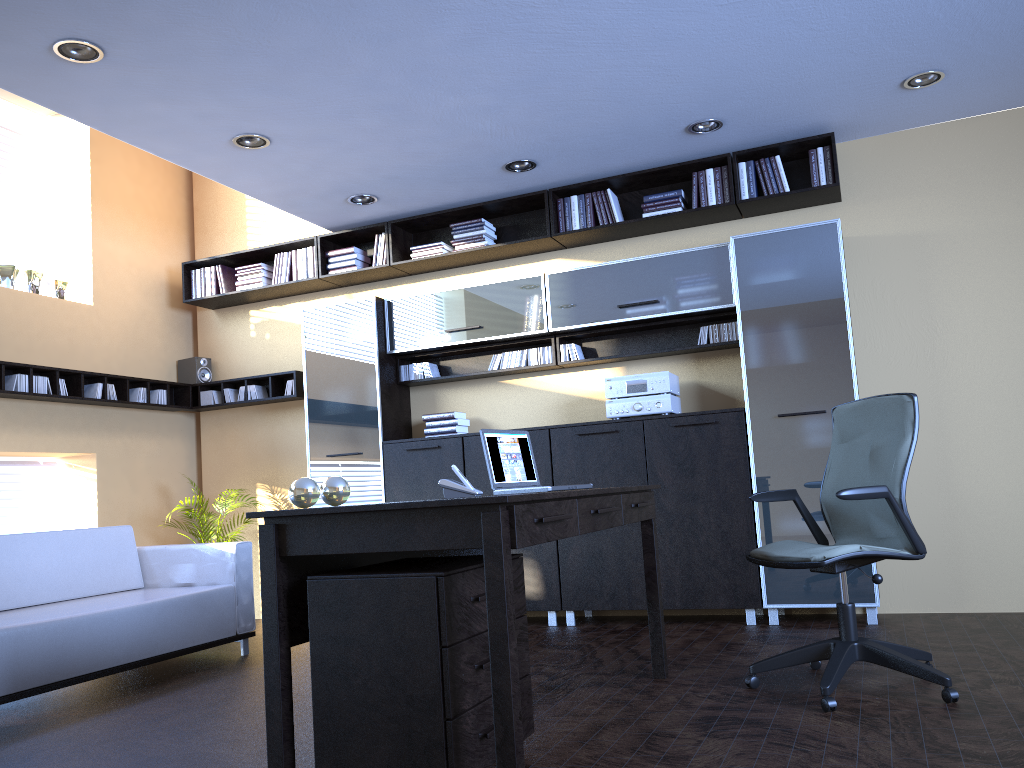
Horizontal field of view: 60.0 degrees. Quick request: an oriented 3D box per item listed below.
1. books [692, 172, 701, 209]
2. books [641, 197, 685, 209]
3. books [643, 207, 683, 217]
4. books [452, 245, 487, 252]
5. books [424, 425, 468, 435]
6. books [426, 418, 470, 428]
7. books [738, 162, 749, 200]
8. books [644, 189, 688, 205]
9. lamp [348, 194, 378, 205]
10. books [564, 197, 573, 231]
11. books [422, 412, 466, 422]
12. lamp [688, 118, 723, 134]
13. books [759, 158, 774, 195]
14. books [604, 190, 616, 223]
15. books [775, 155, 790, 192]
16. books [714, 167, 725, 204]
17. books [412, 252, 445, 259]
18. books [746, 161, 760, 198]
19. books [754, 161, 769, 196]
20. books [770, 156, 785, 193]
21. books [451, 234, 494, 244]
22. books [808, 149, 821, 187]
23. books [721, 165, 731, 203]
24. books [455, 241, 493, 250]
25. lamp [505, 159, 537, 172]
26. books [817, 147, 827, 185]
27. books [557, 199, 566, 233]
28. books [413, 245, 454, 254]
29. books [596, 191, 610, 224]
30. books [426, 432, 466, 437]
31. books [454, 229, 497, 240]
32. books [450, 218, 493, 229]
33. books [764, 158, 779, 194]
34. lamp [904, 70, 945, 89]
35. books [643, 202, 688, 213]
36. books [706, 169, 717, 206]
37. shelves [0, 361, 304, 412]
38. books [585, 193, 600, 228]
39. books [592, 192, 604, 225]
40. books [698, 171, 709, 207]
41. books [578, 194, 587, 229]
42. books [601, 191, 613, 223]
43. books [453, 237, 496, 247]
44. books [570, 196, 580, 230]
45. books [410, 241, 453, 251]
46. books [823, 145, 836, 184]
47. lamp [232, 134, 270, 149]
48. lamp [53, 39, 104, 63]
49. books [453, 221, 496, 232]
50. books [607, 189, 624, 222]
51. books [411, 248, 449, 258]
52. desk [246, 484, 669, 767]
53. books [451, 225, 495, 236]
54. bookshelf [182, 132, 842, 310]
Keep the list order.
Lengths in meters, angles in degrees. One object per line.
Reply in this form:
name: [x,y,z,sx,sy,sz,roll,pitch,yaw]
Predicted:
books: [1.238,-1.256,5.920,0.055,0.259,0.208,-6,-6,22]
books: [1.027,-1.201,6.006,0.258,0.031,0.208,-6,-7,21]
books: [1.037,-1.127,6.005,0.258,0.050,0.208,-6,-7,21]
books: [-0.277,-0.969,6.521,0.258,0.028,0.208,-6,-7,21]
books: [-0.483,0.345,6.525,0.258,0.050,0.208,-7,-7,22]
books: [-0.472,0.294,6.533,0.258,0.050,0.208,-7,-7,22]
books: [1.524,-1.290,5.795,0.050,0.258,0.208,-6,-6,21]
books: [1.041,-1.244,5.995,0.258,0.050,0.208,-7,-7,22]
lamp: [-1.058,-1.346,6.265,0.209,0.096,0.208,-9,-9,40]
books: [0.426,-1.162,6.255,0.050,0.258,0.208,-6,-6,22]
books: [-0.499,0.244,6.537,0.258,0.050,0.208,-6,-7,21]
lamp: [1.167,-1.602,5.365,0.209,0.096,0.208,-6,-7,16]
books: [1.661,-1.306,5.740,0.075,0.259,0.208,-6,-6,22]
books: [0.711,-1.194,6.149,0.072,0.257,0.208,-6,-6,22]
books: [1.749,-1.316,5.704,0.075,0.259,0.208,-6,-6,21]
books: [1.382,-1.273,5.857,0.050,0.258,0.208,-6,-6,22]
books: [-0.584,-0.934,6.637,0.258,0.028,0.208,-7,-7,22]
books: [1.572,-1.296,5.776,0.050,0.258,0.208,-6,-6,22]
books: [1.640,-1.301,5.772,0.075,0.259,0.208,-6,-6,22]
books: [1.720,-1.313,5.717,0.075,0.259,0.208,-6,-6,22]
books: [-0.292,-1.050,6.556,0.258,0.028,0.208,-6,-7,21]
books: [1.932,-1.335,5.647,0.050,0.258,0.208,-6,-6,21]
books: [1.430,-1.279,5.836,0.050,0.258,0.208,-6,-6,22]
books: [-0.255,-0.999,6.524,0.258,0.028,0.208,-7,-7,22]
lamp: [0.054,-1.474,5.815,0.209,0.096,0.208,-6,-7,16]
books: [1.969,-1.341,5.620,0.036,0.258,0.208,-6,-6,22]
books: [0.378,-1.156,6.275,0.050,0.258,0.208,-6,-6,22]
books: [-0.583,-0.990,6.650,0.258,0.028,0.208,-6,-7,21]
books: [0.657,-1.189,6.158,0.075,0.259,0.208,-6,-6,22]
books: [-0.472,0.394,6.511,0.258,0.050,0.208,-7,-7,22]
books: [-0.270,-1.083,6.540,0.258,0.028,0.208,-7,-7,22]
books: [-0.298,-1.166,6.545,0.258,0.028,0.208,-7,-7,22]
books: [1.692,-1.309,5.732,0.075,0.259,0.208,-6,-6,22]
lamp: [2.280,-1.730,4.915,0.209,0.096,0.208,-9,-9,40]
books: [1.041,-1.171,5.998,0.258,0.031,0.208,-7,-7,22]
books: [1.334,-1.268,5.875,0.050,0.258,0.208,-6,-6,22]
shelves: [-3.472,-0.210,4.410,1.250,0.213,6.634,-7,-7,22]
books: [0.569,-1.179,6.196,0.050,0.258,0.208,-6,-6,22]
books: [0.628,-1.186,6.170,0.075,0.259,0.208,-6,-6,22]
books: [1.289,-1.262,5.903,0.050,0.258,0.208,-6,-6,22]
books: [0.522,-1.173,6.218,0.050,0.258,0.208,-6,-6,22]
books: [0.686,-1.191,6.142,0.072,0.257,0.208,-6,-6,22]
books: [-0.276,-1.025,6.533,0.258,0.028,0.208,-6,-7,21]
books: [0.472,-1.168,6.231,0.050,0.258,0.208,-6,-6,22]
books: [-0.602,-1.016,6.666,0.258,0.028,0.208,-6,-7,21]
books: [2.011,-1.346,5.603,0.050,0.258,0.208,-6,-6,21]
lamp: [-1.517,-1.452,5.152,0.209,0.096,0.208,-4,-7,4]
lamp: [-1.975,-1.557,4.038,0.209,0.096,0.208,-3,-7,-8]
books: [-0.277,-1.140,6.532,0.258,0.028,0.208,-6,-7,21]
books: [0.723,-1.198,6.117,0.072,0.257,0.208,-6,-6,21]
books: [-0.595,-0.961,6.646,0.258,0.028,0.208,-7,-7,22]
desk: [-0.030,0.881,3.461,0.915,0.888,1.898,-6,-7,22]
books: [-0.286,-1.111,6.537,0.258,0.028,0.208,-6,-7,21]
bookshelf: [-0.302,-1.096,6.562,5.129,0.339,0.362,-7,-7,22]
